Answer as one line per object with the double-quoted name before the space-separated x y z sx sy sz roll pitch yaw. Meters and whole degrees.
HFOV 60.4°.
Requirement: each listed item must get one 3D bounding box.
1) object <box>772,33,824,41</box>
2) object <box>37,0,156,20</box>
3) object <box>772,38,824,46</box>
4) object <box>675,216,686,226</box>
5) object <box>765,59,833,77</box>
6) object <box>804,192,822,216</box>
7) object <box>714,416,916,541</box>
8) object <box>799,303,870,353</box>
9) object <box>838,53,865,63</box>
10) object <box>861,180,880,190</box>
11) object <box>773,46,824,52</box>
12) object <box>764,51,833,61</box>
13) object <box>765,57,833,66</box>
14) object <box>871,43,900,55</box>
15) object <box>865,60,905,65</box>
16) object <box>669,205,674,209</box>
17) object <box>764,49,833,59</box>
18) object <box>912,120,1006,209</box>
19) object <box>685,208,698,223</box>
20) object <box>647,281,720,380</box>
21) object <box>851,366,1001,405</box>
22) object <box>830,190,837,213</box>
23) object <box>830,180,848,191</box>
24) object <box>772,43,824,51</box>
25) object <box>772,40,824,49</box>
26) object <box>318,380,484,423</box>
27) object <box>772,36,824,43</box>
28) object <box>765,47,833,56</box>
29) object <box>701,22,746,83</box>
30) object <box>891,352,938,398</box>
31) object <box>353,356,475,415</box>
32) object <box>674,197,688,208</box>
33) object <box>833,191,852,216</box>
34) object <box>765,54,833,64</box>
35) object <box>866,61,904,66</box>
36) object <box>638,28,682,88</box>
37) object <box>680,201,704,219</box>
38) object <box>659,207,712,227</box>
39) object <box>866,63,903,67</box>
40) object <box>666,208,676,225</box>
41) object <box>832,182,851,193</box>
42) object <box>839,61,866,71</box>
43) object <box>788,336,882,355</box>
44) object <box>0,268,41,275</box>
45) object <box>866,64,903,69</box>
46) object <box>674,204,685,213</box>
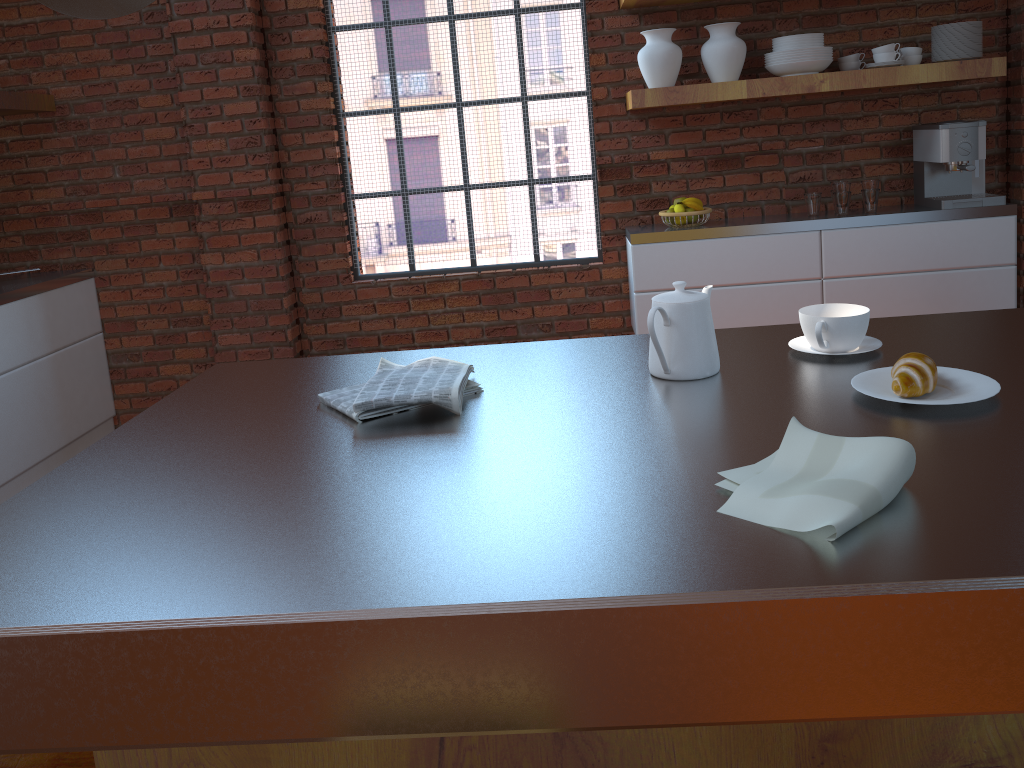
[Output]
"object" 1.230 -1.466 3.787 0.214 0.054 0.219 -6 15 -4
"object" -0.465 -0.604 0.897 0.264 0.435 0.070 -3 9 9
"object" 1.232 -1.447 3.790 0.214 0.054 0.219 -6 15 -4
"object" 0.749 -0.726 3.903 0.055 0.045 0.047 5 15 36
"object" 1.240 -1.357 3.804 0.282 0.054 0.288 -8 16 -12
"object" 1.339 -0.797 3.912 0.078 0.102 0.079 -10 12 -25
"object" 0.312 0.090 0.961 0.198 0.060 0.206 -15 18 -32
"object" 0.557 -0.094 1.532 0.125 0.068 0.118 -8 14 -11
"object" 1.494 -1.433 3.898 0.093 0.057 0.101 -12 15 -26
"object" 1.563 -0.836 3.837 0.078 0.102 0.079 -2 12 16
"object" 1.235 -1.416 3.795 0.214 0.054 0.219 -6 15 -4
"object" 1.237 -1.389 3.799 0.282 0.054 0.288 -8 16 -12
"object" 1.239 -1.368 3.802 0.282 0.054 0.288 -8 16 -12
"object" 1.577 -1.411 3.733 0.092 0.057 0.102 -8 14 -12
"object" 1.587 -1.362 3.747 0.156 0.012 0.155 -15 19 -34
"object" 0.738 -0.793 4.005 0.045 0.046 0.057 4 15 35
"object" 1.236 -1.397 3.797 0.282 0.054 0.288 -8 16 -12
"object" 1.952 -0.964 3.832 0.270 0.362 0.388 -4 12 4
"object" 0.797 -0.754 3.934 0.076 0.064 0.079 5 16 37
"object" 0.285 -0.097 1.476 0.118 0.152 0.202 -3 13 10
"object" 0.593 0.006 1.267 0.194 0.013 0.199 2 17 24
"object" 1.470 -0.819 3.944 0.078 0.102 0.079 3 14 34
"object" 1.466 -0.856 3.938 0.078 0.102 0.079 3 14 34
"object" 1.234 -1.426 3.793 0.214 0.054 0.219 -6 15 -4
"object" 1.233 -1.437 3.791 0.214 0.054 0.219 -6 15 -4
"object" -0.188 0.015 1.476 0.234 0.026 0.167 -14 18 -30
"object" 1.231 -1.456 3.788 0.214 0.054 0.219 -6 15 -4
"object" 1.236 -1.407 3.796 0.282 0.054 0.288 -8 16 -12
"object" 0.920 -1.432 3.823 0.194 0.244 0.195 -10 12 -23
"object" 0.580 -0.017 1.269 0.062 0.050 0.141 0 16 23
"object" -0.156 0.002 1.459 0.164 0.049 0.238 -4 15 4
"object" 0.762 -0.810 3.963 0.068 0.060 0.071 0 13 20
"object" 1.438 -0.784 3.830 0.078 0.102 0.079 3 14 34
"object" 1.238 -1.379 3.800 0.282 0.054 0.288 -8 16 -12
"object" 1.588 -1.358 3.748 0.156 0.012 0.155 -15 19 -34
"object" 0.646 -1.414 3.842 0.193 0.244 0.195 6 15 43
"object" 0.814 -0.768 3.897 0.064 0.092 0.180 4 17 40
"object" 0.781 -0.746 3.957 0.239 0.070 0.238 -16 19 -37
"object" 1.588 -1.354 3.749 0.156 0.012 0.155 -15 19 -34
"object" 0.725 -0.754 3.955 0.074 0.074 0.074 -9 13 -20
"object" 1.435 -0.822 3.824 0.078 0.102 0.079 3 14 34
"object" 1.501 -1.403 3.906 0.092 0.046 0.101 -9 15 -15
"object" 0.564 -0.065 1.537 0.154 0.012 0.157 5 18 31
"object" -2.374 -0.499 4.045 0.349 0.073 0.198 -9 15 -15
"object" 1.589 -1.350 3.749 0.156 0.012 0.155 -15 19 -34
"object" 0.744 -0.775 3.907 0.045 0.052 0.052 -6 12 -7
